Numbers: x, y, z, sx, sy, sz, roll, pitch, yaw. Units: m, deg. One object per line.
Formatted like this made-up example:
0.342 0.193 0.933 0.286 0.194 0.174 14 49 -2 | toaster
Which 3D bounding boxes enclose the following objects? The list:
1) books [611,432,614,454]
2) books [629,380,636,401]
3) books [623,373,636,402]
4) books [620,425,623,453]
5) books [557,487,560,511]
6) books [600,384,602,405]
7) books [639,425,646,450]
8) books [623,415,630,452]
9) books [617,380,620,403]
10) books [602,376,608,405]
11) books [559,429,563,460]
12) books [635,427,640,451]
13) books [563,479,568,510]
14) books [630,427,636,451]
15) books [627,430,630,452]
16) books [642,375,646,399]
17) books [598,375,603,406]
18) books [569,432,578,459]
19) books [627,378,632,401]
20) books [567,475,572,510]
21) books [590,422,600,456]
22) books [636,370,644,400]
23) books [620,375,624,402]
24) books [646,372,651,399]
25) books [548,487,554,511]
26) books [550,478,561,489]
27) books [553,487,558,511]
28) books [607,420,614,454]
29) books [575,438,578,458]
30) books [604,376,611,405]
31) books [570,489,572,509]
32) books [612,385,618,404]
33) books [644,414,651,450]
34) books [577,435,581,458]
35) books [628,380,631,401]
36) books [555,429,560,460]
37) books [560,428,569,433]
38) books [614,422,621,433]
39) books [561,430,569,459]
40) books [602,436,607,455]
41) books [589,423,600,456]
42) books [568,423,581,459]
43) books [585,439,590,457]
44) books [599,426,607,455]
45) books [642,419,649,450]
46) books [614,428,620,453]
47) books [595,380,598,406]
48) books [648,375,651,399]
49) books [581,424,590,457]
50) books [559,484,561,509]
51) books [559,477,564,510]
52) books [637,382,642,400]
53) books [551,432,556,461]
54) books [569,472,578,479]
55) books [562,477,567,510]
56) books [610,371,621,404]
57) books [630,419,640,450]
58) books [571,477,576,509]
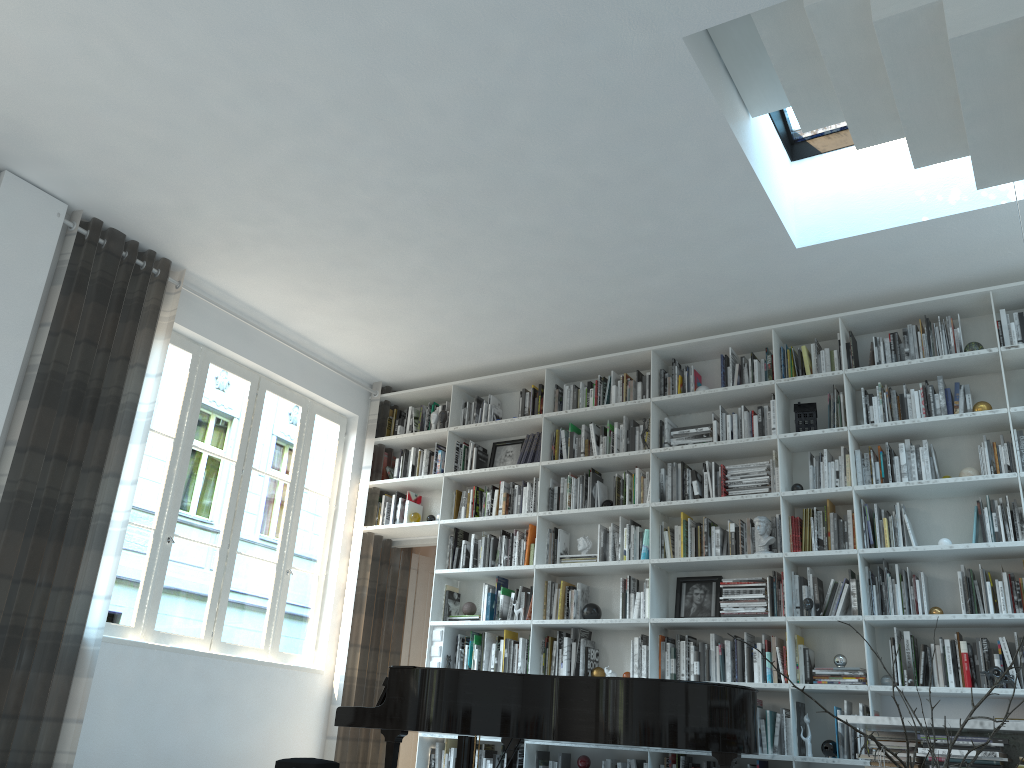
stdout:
0.738 0.461 6.267 0.010 0.207 0.174 -9 -25 30 | books
0.886 0.097 6.309 0.026 0.199 0.188 -9 -25 30 | books
0.846 0.078 6.355 0.014 0.265 0.192 -9 -25 30 | books
0.800 0.430 6.250 0.028 0.259 0.136 -9 -25 30 | books
0.367 0.862 6.357 0.024 0.218 0.140 -9 -25 30 | books
0.685 0.128 6.465 0.029 0.234 0.130 -9 -25 30 | books
0.930 0.423 6.178 0.025 0.236 0.153 -9 -25 30 | books
0.823 0.396 6.232 0.011 0.312 0.184 -9 -25 30 | books
0.800 0.107 6.394 0.026 0.235 0.135 -9 -25 30 | books
0.696 0.101 6.450 0.013 0.275 0.165 -9 -25 30 | books
0.383 0.486 6.491 0.010 0.286 0.149 -9 -25 30 | books
0.902 0.427 6.175 0.022 0.221 0.161 -9 -25 30 | books
0.419 0.824 6.311 0.024 0.261 0.178 -9 -25 30 | books
0.878 0.432 6.184 0.030 0.217 0.183 -9 -25 30 | books
0.845 0.447 6.221 0.024 0.212 0.150 -9 -25 30 | books
0.967 0.077 6.293 0.026 0.236 0.149 -9 -25 30 | books
0.664 0.098 6.477 0.010 0.297 0.151 -9 -25 30 | books
0.471 0.488 6.421 0.031 0.241 0.182 -9 -25 30 | books
0.863 0.095 6.344 0.021 0.227 0.161 -9 -25 30 | books
0.439 0.807 6.295 0.010 0.282 0.184 -9 -25 30 | books
0.598 0.444 6.389 0.013 0.314 0.135 -9 -25 30 | books
0.924 0.060 6.324 0.013 0.284 0.160 -9 -25 30 | books
0.819 0.089 6.391 0.014 0.268 0.157 -9 -25 30 | books
0.996 0.065 6.290 0.030 0.260 0.152 -9 -25 30 | books
0.313 0.866 6.361 0.015 0.207 0.186 -9 -25 30 | books
0.313 0.838 6.395 0.012 0.284 0.160 -9 -25 30 | books
0.345 0.864 6.372 0.029 0.224 0.137 -9 -25 30 | books
0.711 0.421 6.303 0.012 0.306 0.145 -9 -25 30 | books
0.500 0.508 6.411 0.024 0.200 0.154 -9 -25 30 | books
0.722 0.097 6.432 0.052 0.271 0.173 -9 -25 30 | books
0.461 0.855 6.281 0.029 0.186 0.149 -9 -25 30 | books
0.770 0.129 6.393 0.031 0.189 0.182 -9 -25 30 | books
0.969 0.378 6.148 0.058 0.301 0.175 -9 -25 30 | books
0.519 0.493 6.396 0.029 0.218 0.158 -9 -25 30 | books
0.871 0.098 6.322 0.013 0.206 0.178 -9 -25 30 | books
0.362 0.492 6.504 0.013 0.282 0.159 -9 -25 30 | books
0.385 0.486 6.518 0.014 0.307 0.130 -9 -25 30 | books
0.762 0.427 6.282 0.026 0.285 0.138 -9 -25 30 | books
0.419 0.489 6.474 0.067 0.273 0.168 -9 -25 30 | books
0.690 0.483 6.290 0.028 0.179 0.168 -9 -25 30 | books
0.622 0.442 6.341 0.075 0.284 0.179 -9 -25 30 | books
0.454 0.457 6.444 0.012 0.313 0.172 -9 -25 30 | books
0.570 0.507 6.369 0.034 0.179 0.160 -9 -25 30 | books
0.673 0.450 6.324 0.027 0.264 0.169 -9 -25 30 | books
0.955 0.398 6.148 0.055 0.262 0.167 -9 -25 30 | books
0.768 0.443 6.241 0.021 0.225 0.192 -9 -25 30 | books
0.651 0.120 6.472 0.013 0.250 0.184 -9 -25 30 | books
1.007 0.070 6.253 0.026 0.224 0.172 -9 -25 30 | books
0.544 0.455 6.396 0.023 0.292 0.156 -9 -25 30 | books
0.376 0.845 6.342 0.012 0.239 0.134 -9 -25 30 | books
0.390 0.822 6.334 0.026 0.278 0.151 -9 -25 30 | books
0.936 0.101 6.290 0.031 0.184 0.177 -9 -25 30 | books
0.338 0.502 6.496 0.023 0.255 0.175 -9 -25 30 | books
0.442 0.801 6.323 0.011 0.315 0.155 -9 -25 30 | books
0.404 0.819 6.321 0.012 0.275 0.157 -9 -25 30 | books
0.758 0.078 6.434 0.014 0.314 0.166 -9 -25 30 | books
0.868 0.409 6.226 0.022 0.289 0.147 -9 -25 30 | books
0.466 0.808 6.267 0.009 0.262 0.190 -9 -25 30 | books
